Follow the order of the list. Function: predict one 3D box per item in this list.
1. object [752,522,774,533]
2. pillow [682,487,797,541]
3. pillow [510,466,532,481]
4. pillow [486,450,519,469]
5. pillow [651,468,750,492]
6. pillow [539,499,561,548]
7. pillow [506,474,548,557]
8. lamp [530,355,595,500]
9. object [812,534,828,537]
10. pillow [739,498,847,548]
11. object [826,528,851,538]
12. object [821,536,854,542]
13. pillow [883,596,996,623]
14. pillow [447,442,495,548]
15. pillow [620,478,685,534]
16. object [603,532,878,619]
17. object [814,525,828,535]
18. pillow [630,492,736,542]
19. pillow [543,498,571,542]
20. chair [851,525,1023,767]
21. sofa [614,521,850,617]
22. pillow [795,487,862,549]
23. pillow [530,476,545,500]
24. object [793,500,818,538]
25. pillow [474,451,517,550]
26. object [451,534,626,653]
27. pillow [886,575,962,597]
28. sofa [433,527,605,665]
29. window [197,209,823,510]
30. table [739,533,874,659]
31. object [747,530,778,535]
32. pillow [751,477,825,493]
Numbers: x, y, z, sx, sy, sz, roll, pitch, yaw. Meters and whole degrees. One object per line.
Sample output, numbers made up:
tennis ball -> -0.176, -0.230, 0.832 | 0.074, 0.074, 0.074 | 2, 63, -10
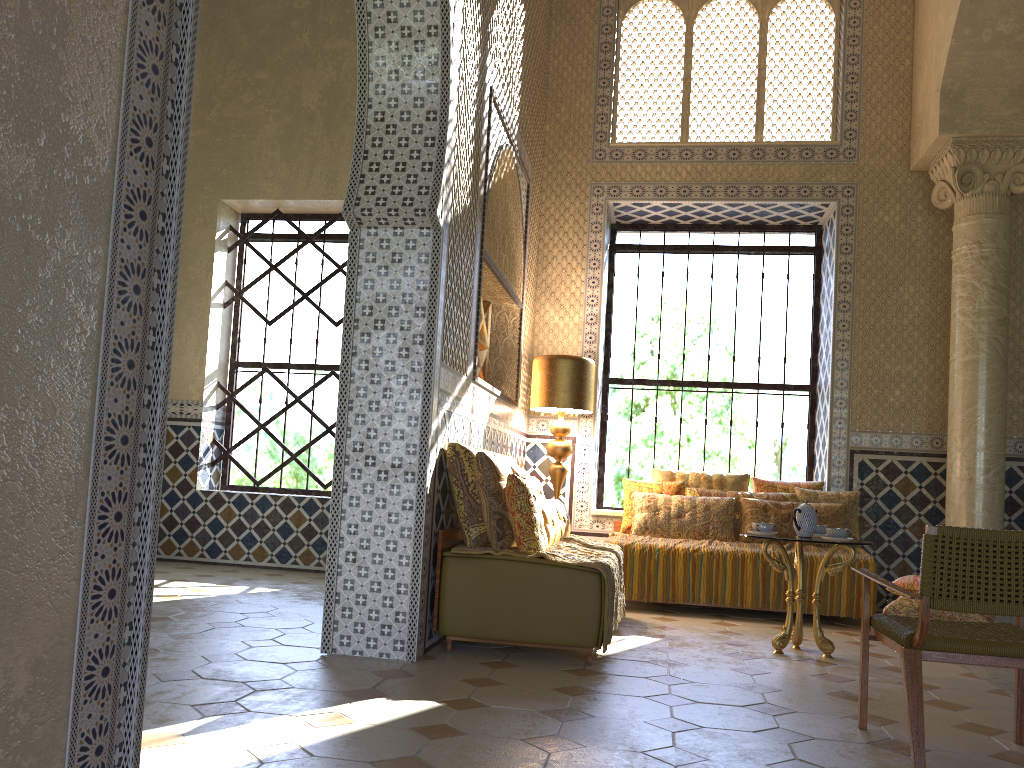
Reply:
object -> 2.161, 1.250, 7.644 | 0.184, 0.100, 0.184 | 4, -6, -9
pillow -> 2.657, 1.547, 10.359 | 1.341, 0.613, 0.372 | 2, -4, 9
pillow -> 0.088, 1.085, 7.871 | 0.340, 0.691, 0.744 | 3, -5, 10
pillow -> -0.073, 1.082, 8.586 | 0.422, 0.829, 1.198 | 3, -6, 9
pillow -> 2.260, 1.453, 10.674 | 1.192, 0.829, 0.424 | 2, -4, 9
pillow -> 0.270, 1.238, 7.742 | 0.271, 0.449, 0.987 | 3, -6, 9
pillow -> 0.125, 1.044, 6.964 | 0.345, 0.649, 0.688 | 3, -5, 9
lamp -> 0.538, 1.097, 10.383 | 0.738, 2.804, 0.738 | 5, -4, -21
object -> 2.725, 1.350, 7.905 | 0.256, 0.032, 0.257 | 5, -7, -12
pillow -> 3.189, 1.597, 10.047 | 1.191, 0.545, 0.330 | 2, -4, 9
object -> 2.674, 1.237, 7.274 | 0.183, 0.100, 0.184 | 3, -6, 6
object -> 2.671, 1.275, 7.272 | 0.255, 0.032, 0.257 | 3, -7, 6
pillow -> 4.099, 2.182, 8.476 | 0.931, 0.346, 0.884 | 0, -7, 30
pillow -> -0.264, 0.936, 7.408 | 0.422, 0.829, 1.198 | 3, -6, 9
pillow -> 1.668, 1.481, 10.545 | 0.740, 0.691, 0.342 | 2, -4, 10
object -> 2.473, 2.118, 10.036 | 2.884, 0.715, 1.321 | 2, -6, 10
object -> 2.727, 1.312, 7.907 | 0.183, 0.100, 0.184 | 3, -6, -2
pillow -> 1.981, 1.551, 10.246 | 1.191, 0.545, 0.330 | 2, -4, 9
pillow -> 0.420, 1.352, 8.665 | 0.271, 0.449, 0.987 | 3, -6, 9
chair -> 2.394, 1.358, 4.723 | 0.950, 1.205, 0.910 | 2, -5, 9
sofa -> 2.522, 2.136, 10.091 | 2.848, 0.934, 1.280 | 2, -6, 9
pillow -> 3.646, 1.556, 10.219 | 0.740, 0.691, 0.342 | 2, -4, 10
pillow -> 0.214, 1.213, 8.660 | 0.313, 0.635, 0.685 | 3, -5, 10
object -> 2.528, 1.161, 7.630 | 0.273, 0.322, 0.200 | 3, -4, -1
pillow -> -0.104, 0.957, 7.153 | 0.383, 0.777, 0.838 | 3, -5, 10
object -> 0.336, 1.749, 7.873 | 1.313, 0.715, 2.900 | 2, -6, 10
pillow -> 4.125, 1.974, 8.478 | 0.804, 0.309, 0.751 | -3, -8, 43
sofa -> 0.277, 1.757, 7.894 | 1.273, 0.934, 2.864 | 2, -6, 9
window -> -0.189, -0.326, 12.073 | 8.481, 3.977, 0.576 | 3, -3, 6
table -> 2.481, 1.803, 7.553 | 1.100, 0.977, 1.105 | -1, -7, 39
object -> 2.159, 1.288, 7.642 | 0.256, 0.032, 0.257 | 5, -7, -12
pillow -> 3.289, 1.528, 10.561 | 0.855, 0.798, 0.395 | 2, -4, 10
